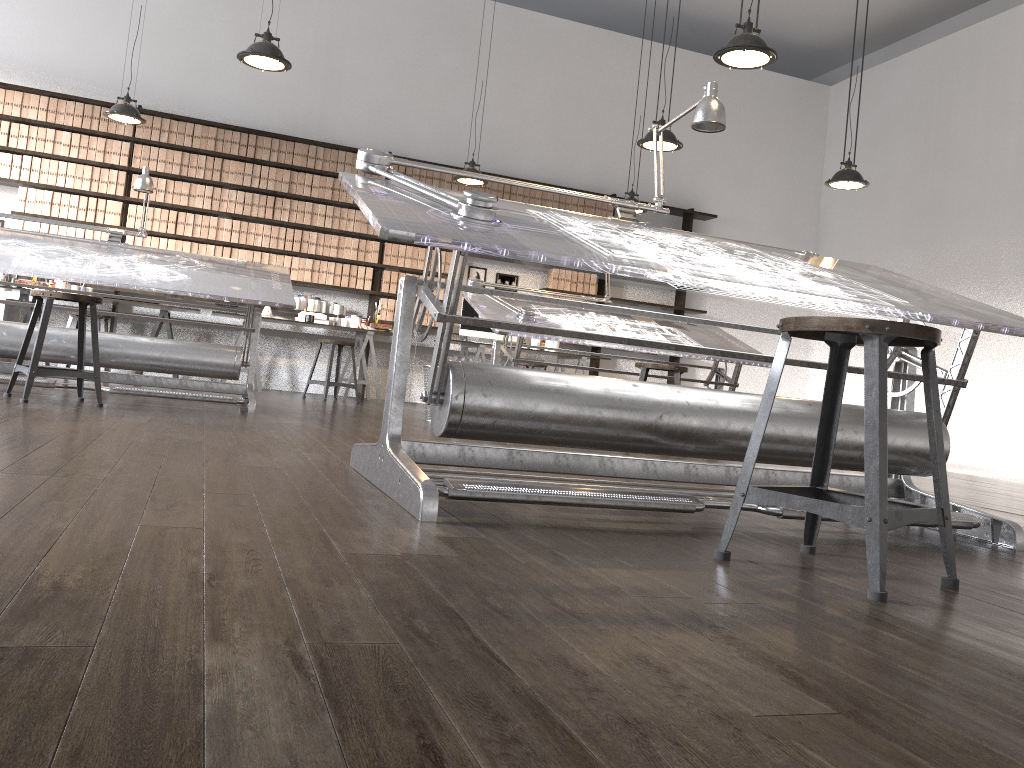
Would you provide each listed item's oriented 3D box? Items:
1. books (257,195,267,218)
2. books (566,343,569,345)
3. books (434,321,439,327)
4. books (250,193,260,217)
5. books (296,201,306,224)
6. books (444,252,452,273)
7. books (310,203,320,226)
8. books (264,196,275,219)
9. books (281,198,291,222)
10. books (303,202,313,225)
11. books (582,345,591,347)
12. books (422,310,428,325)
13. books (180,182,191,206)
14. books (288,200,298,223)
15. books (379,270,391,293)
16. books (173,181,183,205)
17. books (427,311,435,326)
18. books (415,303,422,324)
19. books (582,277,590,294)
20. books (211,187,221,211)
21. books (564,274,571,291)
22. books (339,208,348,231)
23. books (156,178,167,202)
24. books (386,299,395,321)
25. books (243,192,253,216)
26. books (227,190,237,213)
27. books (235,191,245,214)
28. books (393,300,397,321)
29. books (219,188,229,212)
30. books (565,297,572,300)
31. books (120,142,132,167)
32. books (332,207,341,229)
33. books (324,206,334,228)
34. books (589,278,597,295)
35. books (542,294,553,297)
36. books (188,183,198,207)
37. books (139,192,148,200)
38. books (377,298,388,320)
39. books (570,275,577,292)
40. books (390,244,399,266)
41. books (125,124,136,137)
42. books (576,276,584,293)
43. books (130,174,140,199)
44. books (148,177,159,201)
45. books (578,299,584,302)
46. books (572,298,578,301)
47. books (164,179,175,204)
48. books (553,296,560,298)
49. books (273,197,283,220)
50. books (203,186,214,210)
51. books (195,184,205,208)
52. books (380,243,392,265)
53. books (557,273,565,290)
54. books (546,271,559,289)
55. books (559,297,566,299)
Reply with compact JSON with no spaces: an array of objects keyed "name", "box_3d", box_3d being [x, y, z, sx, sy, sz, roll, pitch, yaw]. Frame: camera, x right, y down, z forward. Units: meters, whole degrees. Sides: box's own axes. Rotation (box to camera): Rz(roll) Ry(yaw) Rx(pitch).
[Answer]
[{"name":"books","box_3d":[-2.394,-1.681,8.464,0.066,0.226,0.174,7,-2,-19]},{"name":"books","box_3d":[0.603,-0.538,9.486,0.067,0.226,0.174,7,-2,-19]},{"name":"books","box_3d":[-0.769,-0.682,9.016,0.066,0.226,0.174,7,-2,-19]},{"name":"books","box_3d":[-2.455,-1.687,8.440,0.066,0.226,0.174,7,-2,-19]},{"name":"books","box_3d":[-2.054,-1.645,8.581,0.066,0.226,0.174,7,-2,-19]},{"name":"books","box_3d":[-0.674,-1.228,9.056,0.066,0.226,0.174,7,-2,-19]},{"name":"books","box_3d":[-1.928,-1.632,8.624,0.066,0.226,0.174,7,-2,-19]},{"name":"books","box_3d":[-2.322,-1.673,8.483,0.067,0.226,0.174,7,-2,-19]},{"name":"books","box_3d":[-2.186,-1.659,8.531,0.066,0.226,0.174,7,-2,-19]},{"name":"books","box_3d":[-1.989,-1.638,8.598,0.067,0.226,0.174,7,-2,-19]},{"name":"books","box_3d":[0.796,-0.518,9.552,0.067,0.226,0.174,7,-2,-19]},{"name":"books","box_3d":[-0.902,-0.696,8.970,0.066,0.226,0.174,7,-2,-19]},{"name":"books","box_3d":[-3.035,-1.748,8.235,0.067,0.226,0.174,7,-2,-19]},{"name":"books","box_3d":[-2.121,-1.652,8.558,0.066,0.226,0.174,7,-2,-19]},{"name":"books","box_3d":[-1.271,-1.013,8.846,0.066,0.226,0.174,7,-2,-19]},{"name":"books","box_3d":[-3.100,-1.755,8.219,0.066,0.226,0.174,7,-2,-19]},{"name":"books","box_3d":[-0.834,-0.688,8.989,0.066,0.226,0.174,7,-2,-19]},{"name":"books","box_3d":[-0.971,-0.703,8.940,0.067,0.226,0.174,7,-2,-19]},{"name":"books","box_3d":[0.772,-1.076,9.558,0.066,0.226,0.174,7,-2,-19]},{"name":"books","box_3d":[-2.781,-1.721,8.328,0.066,0.226,0.174,7,-2,-19]},{"name":"books","box_3d":[0.567,-1.098,9.482,0.066,0.226,0.174,7,-2,-19]},{"name":"books","box_3d":[-1.670,-1.605,8.716,0.066,0.226,0.174,7,-2,-19]},{"name":"books","box_3d":[-3.232,-1.768,8.169,0.066,0.226,0.174,7,-2,-19]},{"name":"books","box_3d":[-1.229,-0.730,8.850,0.066,0.226,0.174,7,-2,-19]},{"name":"books","box_3d":[-2.513,-1.693,8.416,0.067,0.226,0.174,7,-2,-19]},{"name":"books","box_3d":[-2.649,-1.707,8.372,0.066,0.226,0.174,7,-2,-19]},{"name":"books","box_3d":[-2.580,-1.700,8.392,0.066,0.226,0.174,7,-2,-19]},{"name":"books","box_3d":[-1.161,-0.723,8.873,0.067,0.226,0.174,7,-2,-19]},{"name":"books","box_3d":[-2.716,-1.714,8.353,0.066,0.226,0.174,7,-2,-19]},{"name":"books","box_3d":[0.566,-0.821,9.479,0.066,0.226,0.174,7,-2,-19]},{"name":"books","box_3d":[-3.519,-2.075,8.072,0.067,0.226,0.174,7,-2,-19]},{"name":"books","box_3d":[-1.735,-1.612,8.691,0.066,0.226,0.174,7,-2,-19]},{"name":"books","box_3d":[-1.799,-1.618,8.664,0.067,0.226,0.174,7,-2,-19]},{"name":"books","box_3d":[0.844,-1.069,9.580,0.066,0.226,0.174,7,-2,-19]},{"name":"books","box_3d":[0.370,-0.842,9.409,0.067,0.226,0.174,7,-2,-19]},{"name":"books","box_3d":[-2.974,-1.741,8.261,0.066,0.226,0.174,7,-2,-19]},{"name":"books","box_3d":[-3.369,-1.783,8.120,0.067,0.226,0.174,7,-2,-19]},{"name":"books","box_3d":[-1.298,-0.737,8.829,0.066,0.226,0.174,7,-2,-19]},{"name":"books","box_3d":[0.632,-1.091,9.509,0.066,0.226,0.174,7,-2,-19]},{"name":"books","box_3d":[-1.193,-1.282,8.875,0.066,0.226,0.174,7,-2,-19]},{"name":"books","box_3d":[-3.482,-2.351,8.087,0.066,0.226,0.174,7,-2,-19]},{"name":"books","box_3d":[0.704,-1.083,9.528,0.067,0.226,0.174,7,-2,-19]},{"name":"books","box_3d":[-3.440,-1.790,8.101,0.066,0.226,0.174,7,-2,-19]},{"name":"books","box_3d":[-3.300,-1.776,8.150,0.066,0.226,0.174,7,-2,-19]},{"name":"books","box_3d":[0.697,-0.807,9.521,0.067,0.226,0.174,7,-2,-19]},{"name":"books","box_3d":[0.635,-0.814,9.499,0.066,0.226,0.174,7,-2,-19]},{"name":"books","box_3d":[-3.167,-1.762,8.196,0.066,0.226,0.174,7,-2,-19]},{"name":"books","box_3d":[0.434,-0.835,9.436,0.066,0.226,0.174,7,-2,-19]},{"name":"books","box_3d":[-2.254,-1.666,8.513,0.066,0.226,0.174,7,-2,-19]},{"name":"books","box_3d":[-2.846,-1.728,8.302,0.067,0.226,0.174,7,-2,-19]},{"name":"books","box_3d":[-2.914,-1.735,8.280,0.066,0.226,0.174,7,-2,-19]},{"name":"books","box_3d":[-1.259,-1.289,8.854,0.066,0.226,0.174,7,-2,-19]},{"name":"books","box_3d":[0.499,-1.105,9.462,0.066,0.226,0.174,7,-2,-19]},{"name":"books","box_3d":[0.432,-1.112,9.439,0.066,0.226,0.174,7,-2,-19]},{"name":"books","box_3d":[0.499,-0.828,9.460,0.066,0.226,0.174,7,-2,-19]}]
